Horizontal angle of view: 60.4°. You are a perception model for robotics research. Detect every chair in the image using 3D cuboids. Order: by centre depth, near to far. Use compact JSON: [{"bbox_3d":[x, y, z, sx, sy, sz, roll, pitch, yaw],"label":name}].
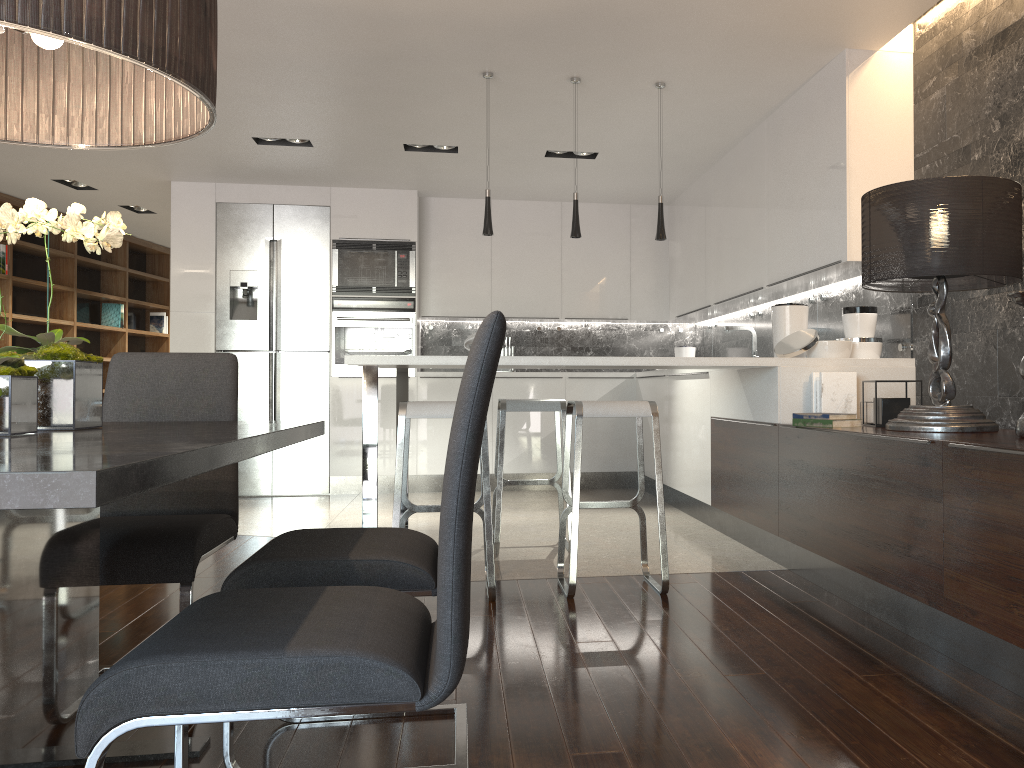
[{"bbox_3d":[-0.303,0.373,1.411,0.581,0.965,0.421,0,-1,-7],"label":"chair"},{"bbox_3d":[-0.343,0.379,2.102,0.581,0.965,0.421,0,-1,-7],"label":"chair"},{"bbox_3d":[-1.034,0.382,2.469,0.434,0.965,0.564,0,-1,-6],"label":"chair"},{"bbox_3d":[-0.285,0.473,3.663,0.427,0.800,0.424,0,-1,-6],"label":"chair"},{"bbox_3d":[0.423,0.473,3.780,0.427,0.800,0.424,0,-1,-6],"label":"chair"},{"bbox_3d":[0.103,0.480,4.741,0.427,0.800,0.424,0,-1,-6],"label":"chair"}]

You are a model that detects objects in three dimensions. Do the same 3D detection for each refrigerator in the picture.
[{"bbox_3d":[-1.933,-0.270,7.333,0.887,2.343,0.574,0,-1,-8],"label":"refrigerator"}]

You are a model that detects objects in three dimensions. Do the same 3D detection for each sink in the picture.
[{"bbox_3d":[1.517,-0.136,5.844,0.516,0.521,1.137,0,-1,-4],"label":"sink"}]

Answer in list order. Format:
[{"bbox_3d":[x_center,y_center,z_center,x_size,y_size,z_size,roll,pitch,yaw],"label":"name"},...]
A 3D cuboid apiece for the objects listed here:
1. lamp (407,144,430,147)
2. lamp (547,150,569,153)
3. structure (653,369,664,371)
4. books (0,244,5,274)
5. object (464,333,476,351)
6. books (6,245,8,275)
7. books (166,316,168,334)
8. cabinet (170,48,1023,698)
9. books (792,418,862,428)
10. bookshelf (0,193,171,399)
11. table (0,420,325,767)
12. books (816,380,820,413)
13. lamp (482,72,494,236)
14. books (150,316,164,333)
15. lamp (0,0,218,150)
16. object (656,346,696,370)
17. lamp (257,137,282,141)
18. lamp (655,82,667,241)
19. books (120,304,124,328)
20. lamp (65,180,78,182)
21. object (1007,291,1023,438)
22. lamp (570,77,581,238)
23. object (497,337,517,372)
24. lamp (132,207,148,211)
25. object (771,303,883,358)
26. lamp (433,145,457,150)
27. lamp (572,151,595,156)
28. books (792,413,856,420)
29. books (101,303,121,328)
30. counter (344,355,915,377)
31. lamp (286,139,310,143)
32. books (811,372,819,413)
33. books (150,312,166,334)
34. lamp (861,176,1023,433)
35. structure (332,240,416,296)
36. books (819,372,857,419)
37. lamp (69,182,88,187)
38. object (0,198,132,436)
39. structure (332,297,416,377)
[{"bbox_3d":[-0.643,-1.655,6.007,0.179,0.077,0.174,0,-1,-6],"label":"lamp"},{"bbox_3d":[0.327,-1.655,6.167,0.186,0.077,0.168,0,-1,-30],"label":"lamp"},{"bbox_3d":[1.445,-0.110,7.042,0.575,0.011,0.614,0,0,-6],"label":"structure"},{"bbox_3d":[-4.355,-1.043,7.370,0.192,0.248,0.043,0,-1,1],"label":"books"},{"bbox_3d":[-0.140,-0.189,4.297,0.190,0.133,0.432,0,0,-4],"label":"object"},{"bbox_3d":[-4.347,-1.045,7.425,0.177,0.251,0.023,0,-1,1],"label":"books"},{"bbox_3d":[-4.064,-0.682,10.184,0.155,0.205,0.020,0,-1,1],"label":"books"},{"bbox_3d":[-0.296,-0.372,4.490,4.512,2.501,6.822,0,0,-5],"label":"cabinet"},{"bbox_3d":[1.385,0.170,3.870,0.188,0.034,0.232,0,0,-28],"label":"books"},{"bbox_3d":[-4.149,-0.326,9.751,0.289,2.490,6.577,0,0,6],"label":"bookshelf"},{"bbox_3d":[-1.011,0.478,1.634,1.056,0.760,1.579,0,-1,-5],"label":"table"},{"bbox_3d":[1.501,0.086,4.126,0.158,0.205,0.020,0,-1,-9],"label":"books"},{"bbox_3d":[-0.126,-1.198,4.593,0.059,0.845,0.057,0,-1,-6],"label":"lamp"},{"bbox_3d":[-4.075,-0.682,10.099,0.155,0.205,0.022,0,-1,1],"label":"books"},{"bbox_3d":[-0.998,-1.103,1.677,0.782,1.103,0.826,0,-1,18],"label":"lamp"},{"bbox_3d":[1.439,-0.215,7.832,0.354,0.234,0.553,0,-1,4],"label":"object"},{"bbox_3d":[-1.616,-1.656,5.846,0.179,0.077,0.174,0,-1,-6],"label":"lamp"},{"bbox_3d":[0.802,-1.198,4.747,0.059,0.845,0.057,0,-1,-6],"label":"lamp"},{"bbox_3d":[-4.165,-0.709,9.213,0.193,0.245,0.028,0,-1,1],"label":"books"},{"bbox_3d":[-3.519,-1.646,6.983,0.167,0.077,0.186,0,-1,39],"label":"lamp"},{"bbox_3d":[1.750,-0.063,2.907,0.196,0.486,0.220,-1,-1,41],"label":"object"},{"bbox_3d":[0.338,-1.198,4.670,0.059,0.845,0.057,0,-1,-6],"label":"lamp"},{"bbox_3d":[-0.106,-0.265,7.736,0.294,0.336,0.060,0,-1,-5],"label":"object"},{"bbox_3d":[-3.411,-1.637,8.130,0.167,0.077,0.186,0,-1,40],"label":"lamp"},{"bbox_3d":[1.604,-0.273,4.450,0.571,0.298,0.418,0,-1,5],"label":"object"},{"bbox_3d":[-0.462,-1.655,6.038,0.184,0.077,0.169,0,-1,-23],"label":"lamp"},{"bbox_3d":[0.509,-1.655,6.197,0.186,0.077,0.167,0,-1,-35],"label":"lamp"},{"bbox_3d":[1.376,0.141,3.874,0.174,0.024,0.217,0,0,-27],"label":"books"},{"bbox_3d":[-4.188,-0.716,9.192,0.200,0.260,0.014,0,-1,0],"label":"books"},{"bbox_3d":[0.502,-0.090,6.054,2.732,0.041,3.973,0,0,-5],"label":"counter"},{"bbox_3d":[-1.435,-1.656,5.876,0.184,0.077,0.169,0,-1,-23],"label":"lamp"},{"bbox_3d":[1.498,0.067,4.148,0.178,0.244,0.019,0,-1,-9],"label":"books"},{"bbox_3d":[-4.075,-0.700,10.120,0.174,0.244,0.019,0,-1,1],"label":"books"},{"bbox_3d":[1.687,-0.285,3.467,0.611,0.934,0.573,0,-1,-16],"label":"lamp"},{"bbox_3d":[-1.146,-0.946,7.502,0.670,0.450,0.603,0,-1,-7],"label":"structure"},{"bbox_3d":[1.523,0.067,4.107,0.178,0.243,0.023,0,-1,-9],"label":"books"},{"bbox_3d":[-3.502,-1.644,7.162,0.167,0.077,0.186,0,-1,40],"label":"lamp"},{"bbox_3d":[-0.949,-0.153,1.750,0.316,0.501,0.563,0,-1,-8],"label":"object"},{"bbox_3d":[-1.143,-0.381,7.447,0.675,0.651,0.640,0,-1,-7],"label":"structure"}]
